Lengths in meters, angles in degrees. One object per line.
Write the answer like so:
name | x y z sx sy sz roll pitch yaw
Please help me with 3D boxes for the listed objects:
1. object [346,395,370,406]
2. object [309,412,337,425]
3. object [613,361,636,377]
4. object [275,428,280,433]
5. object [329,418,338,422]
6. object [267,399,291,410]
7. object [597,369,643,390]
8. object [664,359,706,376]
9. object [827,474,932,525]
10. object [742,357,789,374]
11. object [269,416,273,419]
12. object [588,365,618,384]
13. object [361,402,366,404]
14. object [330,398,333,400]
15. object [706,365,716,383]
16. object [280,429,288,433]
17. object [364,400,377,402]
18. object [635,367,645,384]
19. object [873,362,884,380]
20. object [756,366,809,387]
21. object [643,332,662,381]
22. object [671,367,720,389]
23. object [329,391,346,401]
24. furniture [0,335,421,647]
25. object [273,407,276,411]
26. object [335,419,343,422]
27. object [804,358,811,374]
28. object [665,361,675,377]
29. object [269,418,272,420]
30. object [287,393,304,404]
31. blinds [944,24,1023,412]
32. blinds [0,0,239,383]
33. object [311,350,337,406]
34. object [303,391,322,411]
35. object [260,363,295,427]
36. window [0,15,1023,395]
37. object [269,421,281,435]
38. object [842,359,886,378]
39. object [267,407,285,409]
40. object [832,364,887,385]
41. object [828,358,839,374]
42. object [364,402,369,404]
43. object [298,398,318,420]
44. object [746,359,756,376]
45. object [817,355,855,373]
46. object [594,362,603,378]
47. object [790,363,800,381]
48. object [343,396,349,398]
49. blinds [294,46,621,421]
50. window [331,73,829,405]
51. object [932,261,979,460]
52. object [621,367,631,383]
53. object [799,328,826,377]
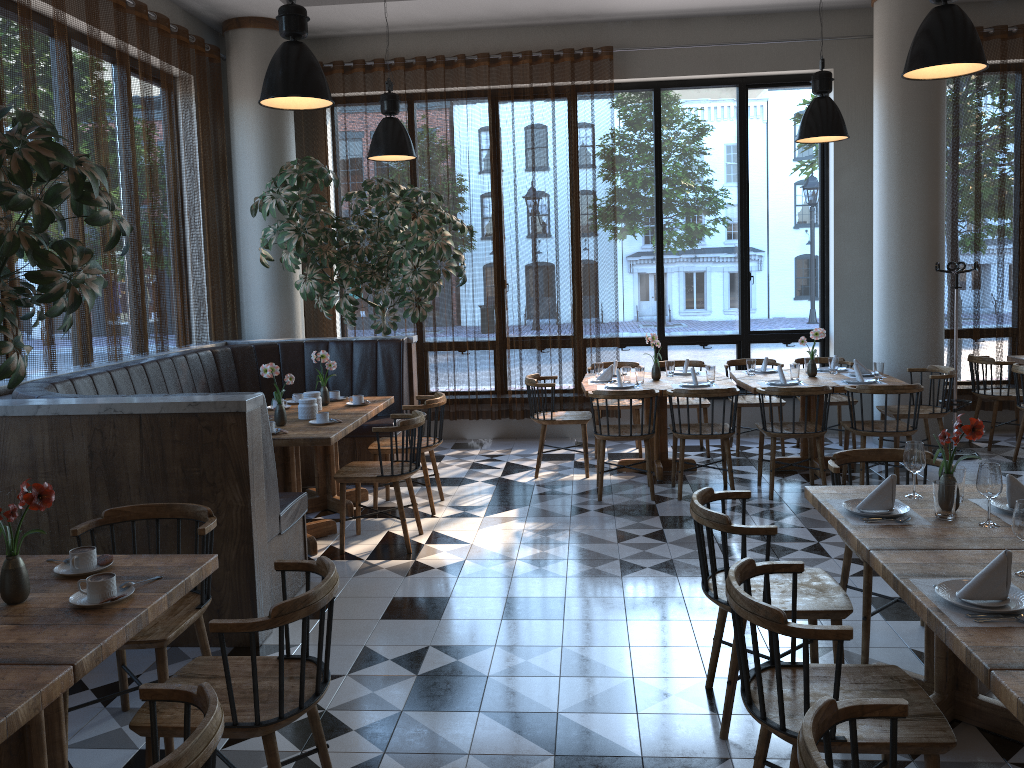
object | -1.115 0.118 6.423 0.176 0.066 0.176 -3 7 -12
object | -1.206 0.218 5.641 0.176 0.066 0.176 4 9 40
object | 0.896 -0.143 7.713 0.352 0.136 0.273 -1 7 5
object | -1.408 0.285 5.316 0.034 0.012 0.156 -3 7 -12
object | -1.141 0.235 5.647 0.034 0.012 0.156 -6 8 -32
object | -1.672 0.144 6.346 0.176 0.066 0.176 -8 9 -40
object | 0.839 -0.042 6.918 0.352 0.136 0.273 -1 7 5
object | 1.504 -0.156 7.661 0.352 0.136 0.273 -1 7 5
object | 1.338 0.402 3.257 0.272 0.136 0.353 -1 7 5
object | 2.166 -0.170 7.603 0.352 0.136 0.273 -1 7 5
object | -1.598 0.224 5.838 0.052 0.023 0.050 2 8 28
object | 0.766 -0.090 7.324 0.272 0.136 0.353 -1 7 5
object | -1.073 0.140 6.371 0.050 0.023 0.052 -2 7 1
object | -1.362 0.115 6.645 0.052 0.023 0.050 -6 8 -34
object | 1.581 -0.079 7.049 0.080 0.132 0.080 -3 5 -10
object | -1.370 0.284 5.329 0.049 0.025 0.053 -3 7 -6
object | -1.047 0.122 6.540 0.034 0.023 0.156 2 8 30
object | 1.025 -0.067 7.097 0.080 0.132 0.080 -3 5 -10
object | 2.860 -0.102 6.908 0.080 0.132 0.080 -3 5 -10
object | 2.076 -0.067 6.811 0.352 0.136 0.273 -1 7 5
object | 1.158 -0.230 7.286 0.146 0.399 0.207 -1 5 4
object | 1.414 -0.054 6.868 0.352 0.136 0.273 -1 7 5
object | -1.341 0.089 6.707 0.176 0.066 0.176 -2 7 -5
furniture | -1.957 0.408 6.094 1.917 1.146 4.055 -1 7 5
object | -1.658 0.177 6.250 0.053 0.025 0.049 -4 7 -17
object | -1.110 0.232 5.672 0.049 0.025 0.053 -5 7 -27
object | 2.481 -0.150 7.391 0.080 0.132 0.080 -3 5 -10
object | 1.336 -0.127 7.497 0.080 0.132 0.080 -3 5 -10
object | -1.665 0.210 5.825 0.175 0.066 0.176 0 7 15
object | -1.598 0.108 6.626 0.176 0.066 0.176 0 7 18
blinds | 7.455 -1.584 8.080 7.264 3.569 0.160 -1 5 5
blinds | -2.895 -0.935 5.518 0.155 3.567 5.567 -1 6 5
object | -1.364 -0.046 6.457 0.206 0.399 0.147 -1 5 10
object | -1.400 0.122 6.215 0.130 0.128 0.130 -7 8 -41
object | -1.478 0.064 5.607 0.207 0.399 0.146 -5 6 -28
window | 2.964 -1.328 7.681 15.140 3.154 4.507 -4 7 -18
object | -1.470 0.265 5.334 0.176 0.066 0.176 -2 7 -3
object | 2.836 -0.135 7.158 0.272 0.136 0.353 -1 7 5
object | -1.678 0.173 6.285 0.156 0.012 0.034 -5 8 -23
object | 2.647 -0.079 6.761 0.352 0.136 0.273 -1 7 5
object | 2.663 -0.150 7.337 0.080 0.132 0.080 -3 5 -10
object | -1.051 0.139 6.397 0.050 0.023 0.052 -2 7 1
object | -1.352 0.163 5.873 0.130 0.128 0.130 -7 8 -41
object | 2.000 -0.137 7.407 0.080 0.132 0.080 -3 5 -10
object | 2.737 -0.182 7.554 0.352 0.136 0.273 -1 7 5
object | 0.740 -0.115 7.548 0.080 0.132 0.080 -3 5 -10
object | 2.232 -0.093 6.993 0.080 0.132 0.080 -3 5 -10
object | -1.207 0.104 6.718 0.155 0.023 0.034 -2 6 -4
blinds | -0.567 -1.418 8.780 3.198 3.569 0.156 -1 5 5
window | 0.658 -1.411 8.926 4.965 3.155 0.366 -1 5 5
object | 3.774 -0.209 7.535 0.375 1.652 0.376 -3 5 -12
object | 0.924 -0.070 7.145 0.080 0.132 0.080 -3 5 -10
object | 2.427 -0.254 7.159 0.206 0.399 0.147 -1 5 10
